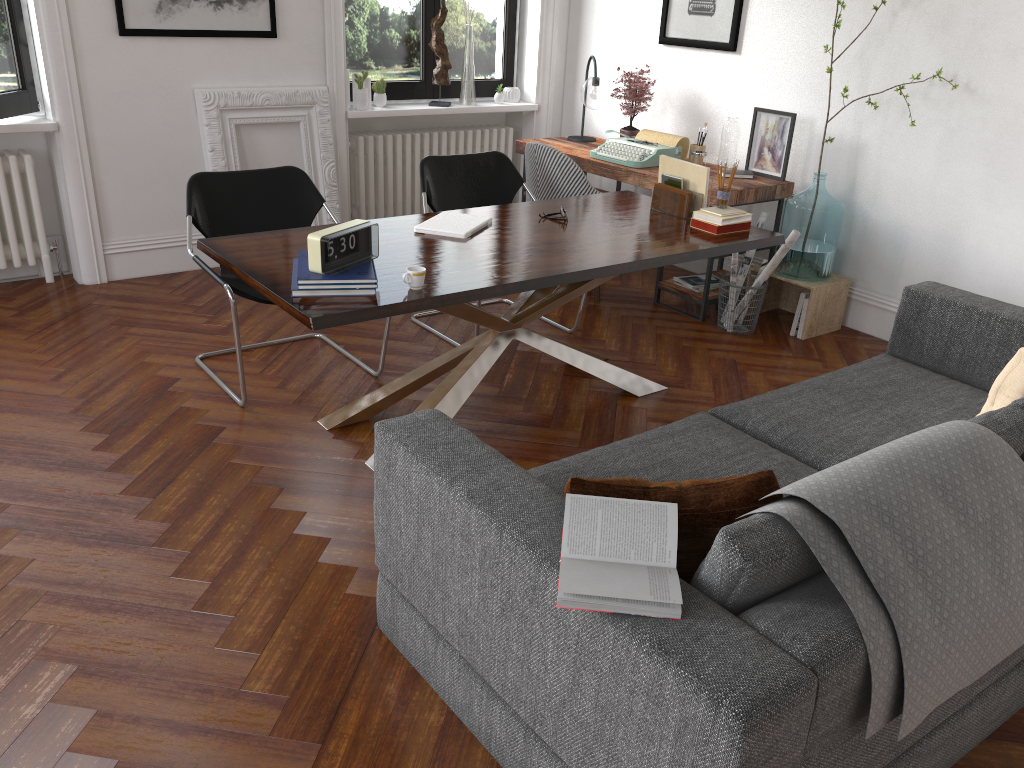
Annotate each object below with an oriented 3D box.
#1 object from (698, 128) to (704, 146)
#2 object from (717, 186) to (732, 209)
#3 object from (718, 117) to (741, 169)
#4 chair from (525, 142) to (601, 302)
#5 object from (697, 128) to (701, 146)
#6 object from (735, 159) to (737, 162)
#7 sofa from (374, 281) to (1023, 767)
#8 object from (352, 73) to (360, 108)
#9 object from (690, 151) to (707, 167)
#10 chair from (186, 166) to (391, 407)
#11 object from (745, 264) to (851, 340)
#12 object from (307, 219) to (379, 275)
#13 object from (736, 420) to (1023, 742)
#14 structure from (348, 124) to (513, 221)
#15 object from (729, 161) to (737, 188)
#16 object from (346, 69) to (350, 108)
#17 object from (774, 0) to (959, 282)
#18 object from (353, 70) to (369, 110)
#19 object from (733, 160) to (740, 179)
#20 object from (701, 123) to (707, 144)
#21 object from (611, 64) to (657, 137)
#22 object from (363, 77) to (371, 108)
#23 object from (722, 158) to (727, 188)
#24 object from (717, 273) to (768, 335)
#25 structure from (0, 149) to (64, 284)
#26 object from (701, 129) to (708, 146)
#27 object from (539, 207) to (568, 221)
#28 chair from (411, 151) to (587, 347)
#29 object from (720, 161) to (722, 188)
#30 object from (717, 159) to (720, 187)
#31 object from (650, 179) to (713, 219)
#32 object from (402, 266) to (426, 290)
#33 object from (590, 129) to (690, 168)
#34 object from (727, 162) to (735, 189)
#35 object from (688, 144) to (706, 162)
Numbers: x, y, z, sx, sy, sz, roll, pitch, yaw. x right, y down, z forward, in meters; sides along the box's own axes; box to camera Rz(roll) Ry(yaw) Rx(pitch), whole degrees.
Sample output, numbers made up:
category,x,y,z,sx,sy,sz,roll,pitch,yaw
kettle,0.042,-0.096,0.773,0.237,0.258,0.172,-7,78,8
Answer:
category,x,y,z,sx,sy,sz,roll,pitch,yaw
object,1.145,-1.457,5.422,0.008,0.209,0.054,22,31,36
object,0.933,-0.823,3.915,0.058,0.092,0.058,22,31,35
object,1.281,-1.412,5.222,0.111,0.304,0.111,3,25,-1
chair,0.335,-0.988,5.290,0.545,0.907,0.713,-20,33,-40
object,1.133,-1.457,5.419,0.008,0.209,0.054,11,26,16
object,0.958,-0.891,3.901,0.038,0.196,0.008,-2,25,-10
sofa,1.046,0.292,2.684,2.638,0.836,1.255,-14,30,-34
object,-1.020,-1.924,5.818,0.051,0.215,0.050,2,25,-2
object,1.102,-1.320,5.242,0.093,0.102,0.093,-20,33,-41
chair,-1.017,-0.454,3.950,0.750,0.880,0.741,-15,30,-34
object,1.609,-0.478,5.048,0.340,0.319,0.432,-15,30,-34
object,-0.549,-0.452,2.915,0.081,0.126,0.274,15,27,24
object,0.863,0.367,1.902,0.750,0.391,0.398,-14,30,-34
structure,-0.587,-1.470,6.525,1.449,0.785,0.224,-14,30,-34
object,0.957,-0.877,3.870,0.008,0.196,0.036,-8,27,-23
object,-1.085,-1.929,5.791,0.051,0.240,0.050,2,25,-2
object,1.826,-1.515,4.465,0.805,2.075,0.352,18,29,30
object,-0.980,-1.905,5.742,0.098,0.246,0.102,17,28,27
object,0.963,-0.886,3.892,0.044,0.195,0.008,0,25,-7
object,1.160,-1.469,5.408,0.028,0.241,0.023,-17,31,-36
object,0.777,-1.811,5.772,0.290,0.533,0.306,6,25,7
object,-0.954,-1.918,5.843,0.051,0.190,0.050,2,25,-2
object,0.933,-0.897,3.909,0.008,0.197,0.032,6,25,6
object,1.263,-0.432,4.921,0.260,0.307,0.259,10,25,15
structure,-3.220,-0.802,4.715,1.449,0.785,0.224,-14,30,-34
object,1.156,-1.449,5.403,0.054,0.209,0.008,19,29,32
object,0.197,-0.759,3.936,0.132,0.048,0.113,9,25,14
chair,-0.071,-0.694,4.600,0.750,0.880,0.741,-15,30,-34
object,0.914,-0.878,3.871,0.049,0.194,0.008,-12,29,-30
object,0.910,-0.889,3.896,0.049,0.195,0.008,12,26,20
object,0.787,-0.882,4.129,0.149,0.168,0.227,-15,30,-34
object,-0.326,-0.349,2.929,0.082,0.065,0.064,-4,25,-15
object,0.755,-1.468,5.463,0.483,0.150,0.532,-15,30,-35
object,0.946,-0.873,3.863,0.008,0.195,0.049,-3,25,-13
object,1.131,-1.404,5.422,0.058,0.114,0.075,-15,30,-34
